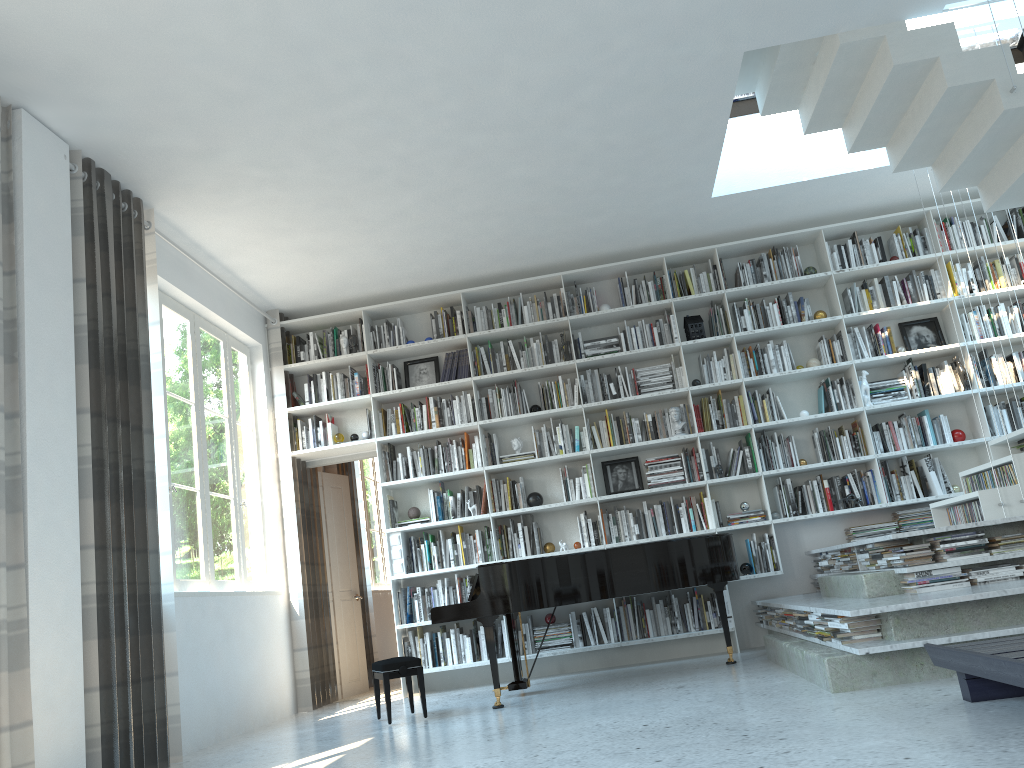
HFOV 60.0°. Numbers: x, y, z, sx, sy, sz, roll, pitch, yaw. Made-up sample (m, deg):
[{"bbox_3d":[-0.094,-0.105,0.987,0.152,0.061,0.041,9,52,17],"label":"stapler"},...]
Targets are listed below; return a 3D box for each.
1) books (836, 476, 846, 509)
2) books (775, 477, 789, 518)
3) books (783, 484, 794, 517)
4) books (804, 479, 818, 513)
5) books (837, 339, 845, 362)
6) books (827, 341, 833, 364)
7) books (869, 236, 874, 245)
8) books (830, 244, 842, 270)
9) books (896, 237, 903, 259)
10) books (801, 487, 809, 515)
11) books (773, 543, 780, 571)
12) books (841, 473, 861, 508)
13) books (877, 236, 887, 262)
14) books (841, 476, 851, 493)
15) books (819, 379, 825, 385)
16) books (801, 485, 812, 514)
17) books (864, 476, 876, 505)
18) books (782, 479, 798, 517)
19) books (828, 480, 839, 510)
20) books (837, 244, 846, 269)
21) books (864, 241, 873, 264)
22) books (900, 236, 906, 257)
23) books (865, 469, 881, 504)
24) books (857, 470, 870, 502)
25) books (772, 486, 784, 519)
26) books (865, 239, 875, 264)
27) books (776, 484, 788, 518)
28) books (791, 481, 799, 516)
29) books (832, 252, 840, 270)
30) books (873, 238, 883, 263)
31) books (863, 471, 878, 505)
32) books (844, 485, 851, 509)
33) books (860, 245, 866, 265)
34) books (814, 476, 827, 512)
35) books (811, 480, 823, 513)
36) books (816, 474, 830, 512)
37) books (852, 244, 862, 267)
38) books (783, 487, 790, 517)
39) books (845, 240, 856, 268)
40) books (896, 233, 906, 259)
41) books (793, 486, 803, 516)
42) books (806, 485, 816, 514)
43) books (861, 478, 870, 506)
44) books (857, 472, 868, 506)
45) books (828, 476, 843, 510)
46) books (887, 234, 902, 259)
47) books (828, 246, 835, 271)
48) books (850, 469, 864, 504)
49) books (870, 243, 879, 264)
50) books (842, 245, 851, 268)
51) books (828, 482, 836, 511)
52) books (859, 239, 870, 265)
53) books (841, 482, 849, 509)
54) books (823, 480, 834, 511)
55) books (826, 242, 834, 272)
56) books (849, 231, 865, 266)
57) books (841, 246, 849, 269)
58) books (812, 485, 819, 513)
[{"bbox_3d":[2.505,0.844,6.800,0.026,0.262,0.170,-9,-13,5],"label":"books"},{"bbox_3d":[2.079,0.884,6.826,0.010,0.315,0.187,-9,-13,5],"label":"books"},{"bbox_3d":[2.114,0.908,6.817,0.023,0.255,0.178,-9,-13,5],"label":"books"},{"bbox_3d":[2.300,0.875,6.819,0.014,0.267,0.172,-9,-13,5],"label":"books"},{"bbox_3d":[2.593,-0.234,7.028,0.013,0.220,0.156,-9,-13,5],"label":"books"},{"bbox_3d":[2.515,-0.220,7.052,0.011,0.227,0.132,-9,-13,5],"label":"books"},{"bbox_3d":[2.915,-1.036,7.168,0.012,0.278,0.153,-9,-13,5],"label":"books"},{"bbox_3d":[2.621,-0.978,7.172,0.025,0.250,0.178,-9,-13,5],"label":"books"},{"bbox_3d":[3.091,-1.043,7.122,0.008,0.220,0.183,-9,-13,5],"label":"books"},{"bbox_3d":[2.239,0.910,6.816,0.011,0.216,0.176,-9,-13,5],"label":"books"},{"bbox_3d":[1.979,1.306,6.682,0.012,0.205,0.161,-9,-13,5],"label":"books"},{"bbox_3d":[2.606,0.823,6.783,0.070,0.265,0.186,-9,-13,5],"label":"books"},{"bbox_3d":[2.965,-1.038,7.146,0.030,0.257,0.165,-9,-13,5],"label":"books"},{"bbox_3d":[2.570,0.839,6.790,0.012,0.248,0.165,-9,-13,5],"label":"books"},{"bbox_3d":[2.472,0.117,6.976,0.016,0.289,0.135,-9,-13,5],"label":"books"},{"bbox_3d":[2.259,0.900,6.826,0.029,0.234,0.142,-9,-13,5],"label":"books"},{"bbox_3d":[2.712,0.823,6.763,0.025,0.227,0.176,-9,-13,5],"label":"books"},{"bbox_3d":[2.137,0.885,6.818,0.030,0.293,0.189,-9,-13,5],"label":"books"},{"bbox_3d":[2.459,0.864,6.812,0.021,0.242,0.131,-9,-13,5],"label":"books"},{"bbox_3d":[2.646,-0.980,7.164,0.026,0.241,0.185,-9,-13,5],"label":"books"},{"bbox_3d":[2.855,-1.010,7.148,0.022,0.235,0.172,-9,-13,5],"label":"books"},{"bbox_3d":[3.126,-1.063,7.142,0.017,0.258,0.136,-9,-13,5],"label":"books"},{"bbox_3d":[2.760,0.795,6.770,0.025,0.272,0.171,-9,-13,5],"label":"books"},{"bbox_3d":[2.694,0.807,6.800,0.012,0.281,0.144,-9,-13,5],"label":"books"},{"bbox_3d":[2.052,0.923,6.840,0.012,0.253,0.161,-9,-13,5],"label":"books"},{"bbox_3d":[2.876,-1.021,7.156,0.021,0.253,0.151,-9,-13,5],"label":"books"},{"bbox_3d":[2.066,0.912,6.820,0.023,0.261,0.187,-9,-13,5],"label":"books"},{"bbox_3d":[2.159,0.892,6.823,0.010,0.276,0.174,-9,-13,5],"label":"books"},{"bbox_3d":[2.601,-0.944,7.155,0.022,0.182,0.190,-9,-14,5],"label":"books"},{"bbox_3d":[2.946,-1.030,7.160,0.012,0.253,0.161,-9,-13,5],"label":"books"},{"bbox_3d":[2.736,0.806,6.770,0.026,0.257,0.157,-9,-13,5],"label":"books"},{"bbox_3d":[2.556,0.874,6.782,0.025,0.180,0.169,-9,-14,5],"label":"books"},{"bbox_3d":[2.819,-0.992,7.168,0.030,0.220,0.133,-9,-13,5],"label":"books"},{"bbox_3d":[2.374,0.857,6.822,0.012,0.284,0.160,-9,-13,5],"label":"books"},{"bbox_3d":[2.331,0.875,6.804,0.025,0.252,0.182,-9,-13,5],"label":"books"},{"bbox_3d":[2.382,0.846,6.801,0.012,0.292,0.175,-9,-13,5],"label":"books"},{"bbox_3d":[2.774,-0.993,7.161,0.030,0.230,0.148,-9,-13,5],"label":"books"},{"bbox_3d":[2.100,0.924,6.841,0.015,0.240,0.153,-9,-13,5],"label":"books"},{"bbox_3d":[2.732,-1.010,7.168,0.048,0.277,0.150,-9,-13,5],"label":"books"},{"bbox_3d":[3.109,-1.060,7.129,0.016,0.251,0.189,-9,-13,5],"label":"books"},{"bbox_3d":[2.200,0.909,6.820,0.065,0.231,0.162,-9,-13,5],"label":"books"},{"bbox_3d":[2.284,0.898,6.819,0.024,0.227,0.160,-9,-13,5],"label":"books"},{"bbox_3d":[2.683,0.833,6.770,0.013,0.219,0.169,-9,-13,5],"label":"books"},{"bbox_3d":[2.665,0.817,6.788,0.021,0.264,0.150,-9,-13,5],"label":"books"},{"bbox_3d":[2.479,0.847,6.796,0.026,0.262,0.174,-9,-13,5],"label":"books"},{"bbox_3d":[3.075,-1.058,7.125,0.019,0.255,0.169,-9,-13,5],"label":"books"},{"bbox_3d":[2.581,-0.974,7.194,0.014,0.263,0.140,-9,-13,5],"label":"books"},{"bbox_3d":[2.646,0.806,6.792,0.013,0.293,0.135,-9,-13,5],"label":"books"},{"bbox_3d":[2.900,-1.002,7.135,0.024,0.201,0.190,-9,-14,5],"label":"books"},{"bbox_3d":[2.699,-0.986,7.185,0.027,0.249,0.140,-9,-13,5],"label":"books"},{"bbox_3d":[2.436,0.868,6.807,0.025,0.237,0.157,-9,-13,5],"label":"books"},{"bbox_3d":[2.836,-1.020,7.152,0.014,0.261,0.168,-9,-13,5],"label":"books"},{"bbox_3d":[2.532,0.865,6.794,0.022,0.210,0.136,-9,-13,5],"label":"books"},{"bbox_3d":[2.407,0.867,6.796,0.031,0.243,0.185,-9,-13,5],"label":"books"},{"bbox_3d":[2.557,-0.987,7.190,0.028,0.293,0.150,-9,-13,5],"label":"books"},{"bbox_3d":[2.787,-1.047,7.160,0.014,0.331,0.181,-9,-13,5],"label":"books"},{"bbox_3d":[2.673,-0.977,7.168,0.024,0.230,0.169,-9,-13,5],"label":"books"},{"bbox_3d":[2.317,0.897,6.818,0.012,0.221,0.153,-9,-13,5],"label":"books"}]
